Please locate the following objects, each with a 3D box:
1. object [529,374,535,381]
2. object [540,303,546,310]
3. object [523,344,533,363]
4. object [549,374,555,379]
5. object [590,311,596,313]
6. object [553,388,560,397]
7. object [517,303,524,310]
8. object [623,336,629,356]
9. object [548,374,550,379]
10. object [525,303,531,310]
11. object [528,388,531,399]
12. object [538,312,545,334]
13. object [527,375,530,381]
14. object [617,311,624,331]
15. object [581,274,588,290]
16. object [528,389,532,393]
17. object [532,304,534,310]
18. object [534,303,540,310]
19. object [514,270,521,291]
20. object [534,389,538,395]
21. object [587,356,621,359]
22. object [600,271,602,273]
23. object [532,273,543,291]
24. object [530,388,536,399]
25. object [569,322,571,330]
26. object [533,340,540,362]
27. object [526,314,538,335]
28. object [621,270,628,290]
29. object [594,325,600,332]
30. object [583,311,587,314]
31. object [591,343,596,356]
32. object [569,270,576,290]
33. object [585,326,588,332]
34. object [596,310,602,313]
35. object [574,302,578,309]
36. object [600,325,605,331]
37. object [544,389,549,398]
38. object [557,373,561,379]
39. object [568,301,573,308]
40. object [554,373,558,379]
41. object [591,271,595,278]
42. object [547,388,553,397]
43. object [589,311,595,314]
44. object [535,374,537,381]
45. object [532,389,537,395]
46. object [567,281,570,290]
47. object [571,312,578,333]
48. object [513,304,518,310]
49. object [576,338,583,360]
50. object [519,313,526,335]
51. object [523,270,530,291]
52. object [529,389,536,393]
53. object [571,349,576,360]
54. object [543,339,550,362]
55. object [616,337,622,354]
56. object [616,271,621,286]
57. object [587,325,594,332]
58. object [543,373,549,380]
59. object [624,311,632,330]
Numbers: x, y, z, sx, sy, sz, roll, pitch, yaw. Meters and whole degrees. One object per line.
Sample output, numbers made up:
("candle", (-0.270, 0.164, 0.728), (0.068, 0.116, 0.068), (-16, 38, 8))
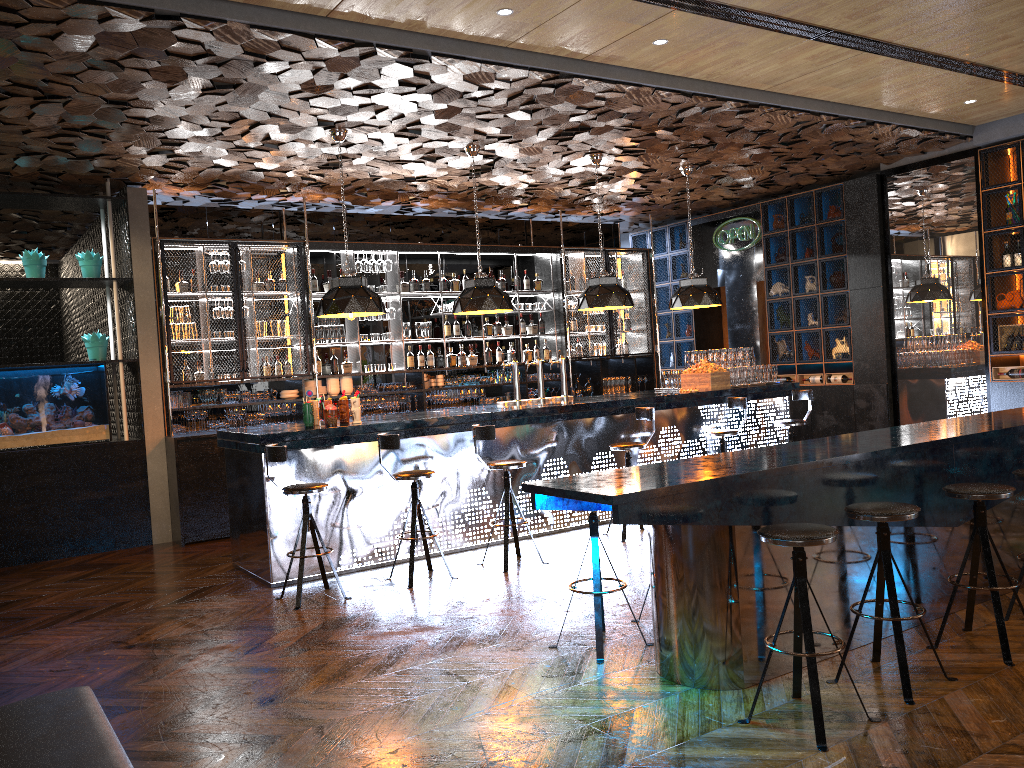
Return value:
("object", (0.257, -0.083, 11.552), (0.084, 0.082, 0.084), (-4, 1, -32))
("object", (0.414, -1.035, 11.831), (0.089, 0.092, 0.089), (-3, 2, 43))
("object", (0.209, -0.406, 11.760), (0.151, 0.248, 0.094), (-4, 1, -24))
("object", (0.530, -0.100, 11.771), (0.088, 0.070, 0.098), (-4, 1, 2))
("object", (1.114, -1.100, 12.252), (0.092, 0.244, 0.092), (-5, 2, -39))
("object", (0.593, 0.126, 11.774), (0.107, 0.152, 0.107), (-4, 1, -7))
("object", (0.111, -1.012, 11.637), (0.089, 0.092, 0.089), (-3, 2, 43))
("object", (1.627, -0.542, 12.698), (0.086, 0.298, 0.086), (-3, 1, 16))
("object", (0.479, -0.098, 11.854), (0.088, 0.070, 0.098), (-4, 1, -10))
("object", (0.216, -1.021, 11.740), (0.089, 0.092, 0.089), (-4, 1, -34))
("object", (0.206, 0.146, 11.494), (0.089, 0.174, 0.089), (-3, 1, 18))
("object", (0.396, -0.812, 11.895), (0.086, 0.299, 0.086), (-3, 1, 16))
("object", (0.187, -0.077, 11.510), (0.084, 0.082, 0.084), (-5, 2, -40))
("object", (1.538, -0.901, 12.636), (0.086, 0.299, 0.086), (-3, 1, 16))
("object", (1.007, -1.424, 12.298), (0.083, 0.282, 0.083), (-4, 1, -33))
("object", (0.217, 0.150, 11.834), (0.106, 0.148, 0.106), (-4, 1, -14))
("object", (0.306, -1.031, 11.956), (0.089, 0.092, 0.089), (-4, 1, 6))
("object", (0.333, -1.029, 11.771), (0.089, 0.092, 0.089), (-4, 1, 6))
("object", (0.068, -1.359, 11.693), (0.086, 0.299, 0.086), (-3, 1, 16))
("object", (0.345, 0.146, 11.638), (0.106, 0.148, 0.106), (-4, 1, -14))
("object", (1.282, -0.374, 12.390), (0.437, 0.019, 0.273), (-4, 1, -33))
("object", (1.269, -1.445, 12.468), (0.083, 0.282, 0.083), (-3, 2, 42))
("object", (0.344, -1.353, 11.867), (0.151, 0.248, 0.094), (-4, 1, -4))
("object", (0.264, 0.140, 11.603), (0.089, 0.174, 0.089), (-3, 1, 18))
("object", (0.731, -0.811, 12.107), (0.151, 0.248, 0.094), (-4, 1, -24))
("object", (0.329, -0.441, 11.856), (0.086, 0.298, 0.086), (-3, 1, 16))
("object", (0.264, -0.790, 11.789), (0.123, 0.279, 0.123), (-5, 2, -44))
("object", (1.607, -1.479, 12.720), (0.086, 0.298, 0.086), (-3, 1, 21))
("object", (1.183, -0.770, 12.367), (0.089, 0.092, 0.089), (-4, 1, -32))
("object", (1.024, -1.097, 12.390), (0.092, 0.244, 0.092), (-5, 2, -39))
("object", (1.129, -0.459, 12.388), (0.105, 0.209, 0.105), (-3, 2, 42))
("object", (0.826, -1.417, 12.185), (0.086, 0.297, 0.086), (-3, 1, 16))
("object", (1.063, -0.762, 12.341), (0.089, 0.092, 0.089), (-3, 1, 24))
("object", (1.206, -1.107, 12.312), (0.092, 0.244, 0.092), (-5, 2, -39))
("object", (0.884, -1.072, 12.135), (0.089, 0.092, 0.089), (-3, 1, 18))
("object", (1.277, -0.781, 12.570), (0.089, 0.092, 0.089), (-3, 2, 41))
("object", (0.442, 0.139, 11.703), (0.106, 0.148, 0.106), (-4, 1, -23))
("object", (0.642, -0.107, 11.784), (0.088, 0.070, 0.098), (-4, 1, -23))
("object", (0.784, -1.085, 12.086), (0.089, 0.092, 0.089), (-4, 1, -7))
("object", (0.587, -0.105, 11.865), (0.098, 0.070, 0.088), (-4, 1, -6))
("object", (1.136, -1.432, 12.384), (0.123, 0.279, 0.123), (-4, 1, -29))
("object", (0.528, 0.128, 11.871), (0.107, 0.152, 0.107), (-4, 1, -19))
("object", (1.116, -1.104, 12.450), (0.092, 0.244, 0.092), (-5, 2, -39))
("object", (0.339, -0.089, 11.603), (0.084, 0.082, 0.084), (-4, 1, -15))
("object", (0.314, 0.143, 11.896), (0.106, 0.148, 0.106), (-4, 1, 6))
("object", (0.710, -1.397, 12.089), (0.123, 0.279, 0.123), (-4, 1, -24))
("object", (0.851, -0.846, 12.202), (0.086, 0.298, 0.086), (-3, 1, 16))
("object", (0.055, -1.011, 11.767), (0.089, 0.092, 0.089), (-3, 1, 11))
("object", (0.921, -0.488, 12.228), (0.086, 0.299, 0.086), (-3, 1, 16))
("object", (0.134, -0.791, 11.730), (0.086, 0.298, 0.086), (-3, 1, 16))
("object", (0.191, -1.369, 11.806), (0.086, 0.298, 0.086), (-3, 1, 16))
("object", (0.283, 0.148, 11.737), (0.106, 0.148, 0.106), (-4, 1, -1))
("object", (0.789, -0.467, 12.122), (0.123, 0.279, 0.123), (-5, 2, -44))
("object", (0.458, -0.450, 11.923), (0.080, 0.299, 0.080), (-4, 1, -30))
("object", (1.530, -0.527, 12.619), (0.083, 0.282, 0.083), (-3, 2, 42))
("object", (1.505, -1.462, 12.622), (0.083, 0.282, 0.083), (-4, 1, -18))
("object", (1.086, -0.761, 12.236), (0.089, 0.092, 0.089), (-3, 2, 41))
("object", (0.439, -0.097, 11.668), (0.084, 0.082, 0.084), (-3, 2, 39))
("object", (1.654, -0.901, 12.707), (0.083, 0.282, 0.083), (-4, 1, -23))
